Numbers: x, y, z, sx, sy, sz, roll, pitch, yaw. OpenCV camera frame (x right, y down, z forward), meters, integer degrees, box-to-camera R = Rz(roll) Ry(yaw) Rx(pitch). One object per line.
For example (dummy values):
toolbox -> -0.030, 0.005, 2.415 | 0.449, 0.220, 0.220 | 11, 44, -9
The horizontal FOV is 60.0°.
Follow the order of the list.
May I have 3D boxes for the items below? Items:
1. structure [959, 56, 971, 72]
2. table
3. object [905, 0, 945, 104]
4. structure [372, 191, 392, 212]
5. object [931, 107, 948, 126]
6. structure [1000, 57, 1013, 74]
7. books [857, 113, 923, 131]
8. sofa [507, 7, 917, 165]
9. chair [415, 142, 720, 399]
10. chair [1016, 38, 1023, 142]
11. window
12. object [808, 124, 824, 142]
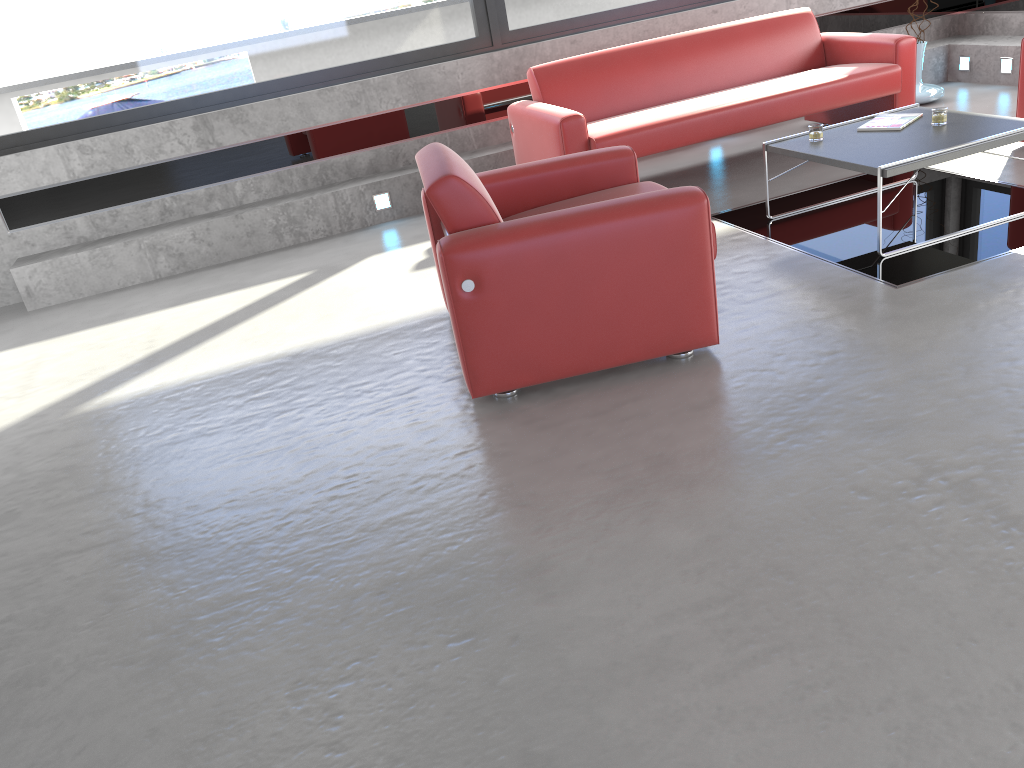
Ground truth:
structure -> 3.784, -2.679, 7.416 | 0.004, 0.123, 0.123 | -17, 26, -13
table -> 2.031, -1.100, 4.639 | 1.018, 0.436, 0.994 | -17, 26, -13
object -> 3.155, -2.849, 6.855 | 0.466, 1.289, 0.531 | -11, 25, -1
structure -> -0.944, -1.328, 6.458 | 0.123, 0.123, 0.004 | -17, 26, -13
object -> 2.211, -1.384, 4.586 | 0.079, 0.077, 0.079 | -13, 25, -6
structure -> 3.922, -2.524, 7.035 | 0.004, 0.123, 0.123 | -17, 26, -13
books -> 2.046, -1.421, 4.796 | 0.228, 0.022, 0.326 | 13, 34, 40
sofa -> 1.371, -1.952, 6.108 | 2.626, 0.854, 1.120 | -17, 26, -13
chair -> 0.219, -0.668, 3.865 | 1.130, 0.854, 1.196 | -13, 25, -4
chair -> 3.722, -1.887, 5.034 | 1.130, 0.854, 1.196 | -24, 28, -26
window -> -0.036, -3.298, 6.521 | 7.800, 1.364, 0.003 | -17, 26, -13
object -> 1.622, -1.340, 4.730 | 0.079, 0.077, 0.079 | -25, 29, -28
